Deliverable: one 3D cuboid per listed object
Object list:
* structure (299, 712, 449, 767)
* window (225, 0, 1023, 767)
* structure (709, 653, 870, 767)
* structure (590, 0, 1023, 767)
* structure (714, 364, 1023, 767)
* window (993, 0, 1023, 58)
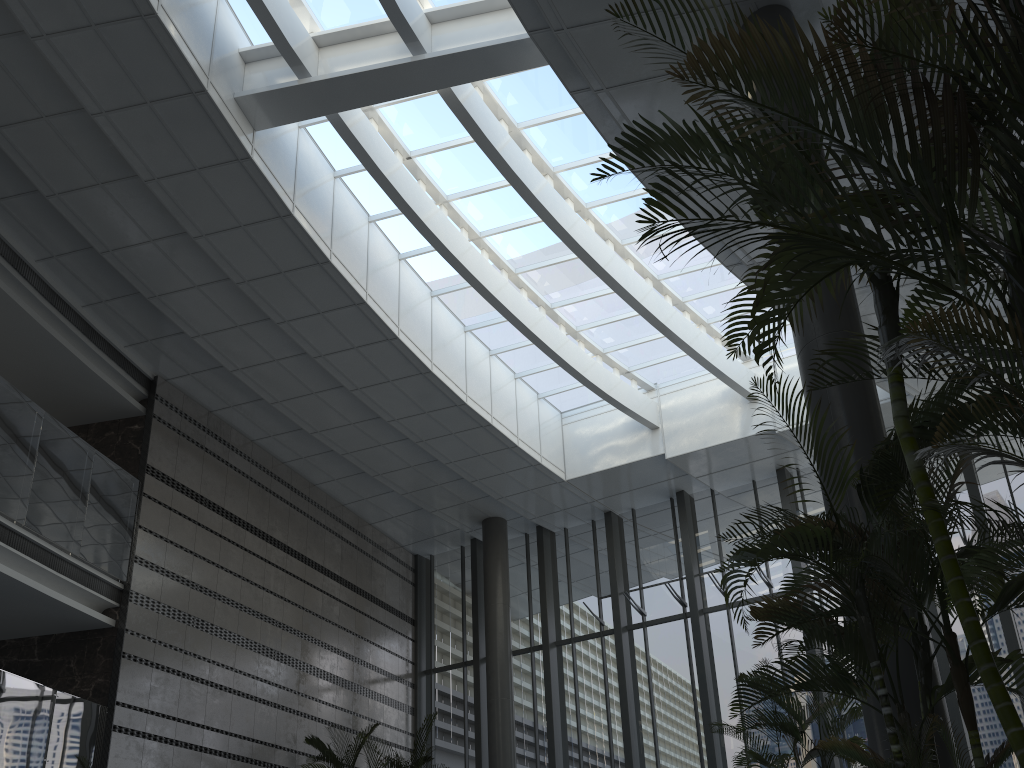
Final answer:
[{"bbox_3d":[-1.844,6.839,11.917,2.574,4.170,2.673,-18,-30,28],"label":"structure"},{"bbox_3d":[-0.956,1.213,7.826,14.044,9.010,20.180,-25,-38,32],"label":"window"},{"bbox_3d":[2.315,3.594,6.425,1.408,3.098,1.360,-7,-25,10],"label":"structure"},{"bbox_3d":[1.484,0.200,2.193,2.431,4.169,2.827,-6,-26,6],"label":"structure"},{"bbox_3d":[1.829,1.681,3.709,1.644,3.338,2.283,-7,-26,9],"label":"structure"},{"bbox_3d":[6.042,0.399,5.560,4.261,7.165,17.013,-14,-33,22],"label":"window"}]
